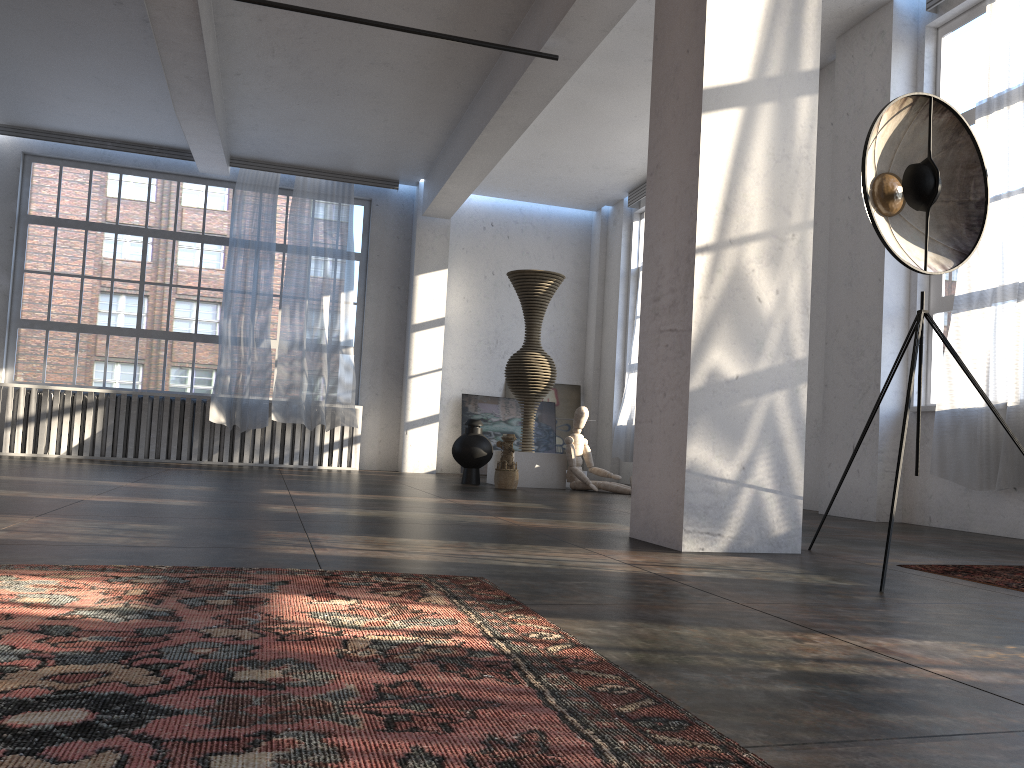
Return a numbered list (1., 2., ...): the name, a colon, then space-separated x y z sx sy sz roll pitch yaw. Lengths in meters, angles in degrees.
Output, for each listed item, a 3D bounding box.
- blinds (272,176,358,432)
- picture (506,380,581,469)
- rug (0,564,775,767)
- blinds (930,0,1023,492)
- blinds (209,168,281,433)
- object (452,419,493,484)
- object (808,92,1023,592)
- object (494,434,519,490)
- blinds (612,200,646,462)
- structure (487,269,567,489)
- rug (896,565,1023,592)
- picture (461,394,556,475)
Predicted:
1. blinds: -2.440 -1.134 11.407 1.070 3.497 0.988 4 -3 -16
2. picture: 0.458 0.663 12.800 1.162 1.385 0.250 4 -3 -17
3. rug: -0.600 0.436 1.065 1.877 0.029 2.852 4 -4 -16
4. blinds: 3.240 -1.163 5.691 0.319 3.709 1.013 4 -3 -17
5. blinds: -3.348 -1.156 11.264 0.701 3.555 0.867 4 -3 -17
6. object: -0.422 0.725 9.461 0.433 0.692 0.452 1 -4 38
7. object: 1.597 -0.202 3.630 1.069 1.917 1.167 4 -3 -16
8. object: -0.047 0.791 8.678 0.237 0.600 0.222 2 -3 11
9. blinds: 1.696 -0.854 11.204 0.344 3.693 1.022 4 -3 -19
10. structure: 0.206 -0.033 9.682 0.685 2.324 0.742 4 -3 -16
11. rug: 2.880 0.731 2.480 1.838 0.009 3.094 4 -4 -17
12. picture: -0.036 0.746 12.536 1.451 1.140 0.301 4 -3 -19
